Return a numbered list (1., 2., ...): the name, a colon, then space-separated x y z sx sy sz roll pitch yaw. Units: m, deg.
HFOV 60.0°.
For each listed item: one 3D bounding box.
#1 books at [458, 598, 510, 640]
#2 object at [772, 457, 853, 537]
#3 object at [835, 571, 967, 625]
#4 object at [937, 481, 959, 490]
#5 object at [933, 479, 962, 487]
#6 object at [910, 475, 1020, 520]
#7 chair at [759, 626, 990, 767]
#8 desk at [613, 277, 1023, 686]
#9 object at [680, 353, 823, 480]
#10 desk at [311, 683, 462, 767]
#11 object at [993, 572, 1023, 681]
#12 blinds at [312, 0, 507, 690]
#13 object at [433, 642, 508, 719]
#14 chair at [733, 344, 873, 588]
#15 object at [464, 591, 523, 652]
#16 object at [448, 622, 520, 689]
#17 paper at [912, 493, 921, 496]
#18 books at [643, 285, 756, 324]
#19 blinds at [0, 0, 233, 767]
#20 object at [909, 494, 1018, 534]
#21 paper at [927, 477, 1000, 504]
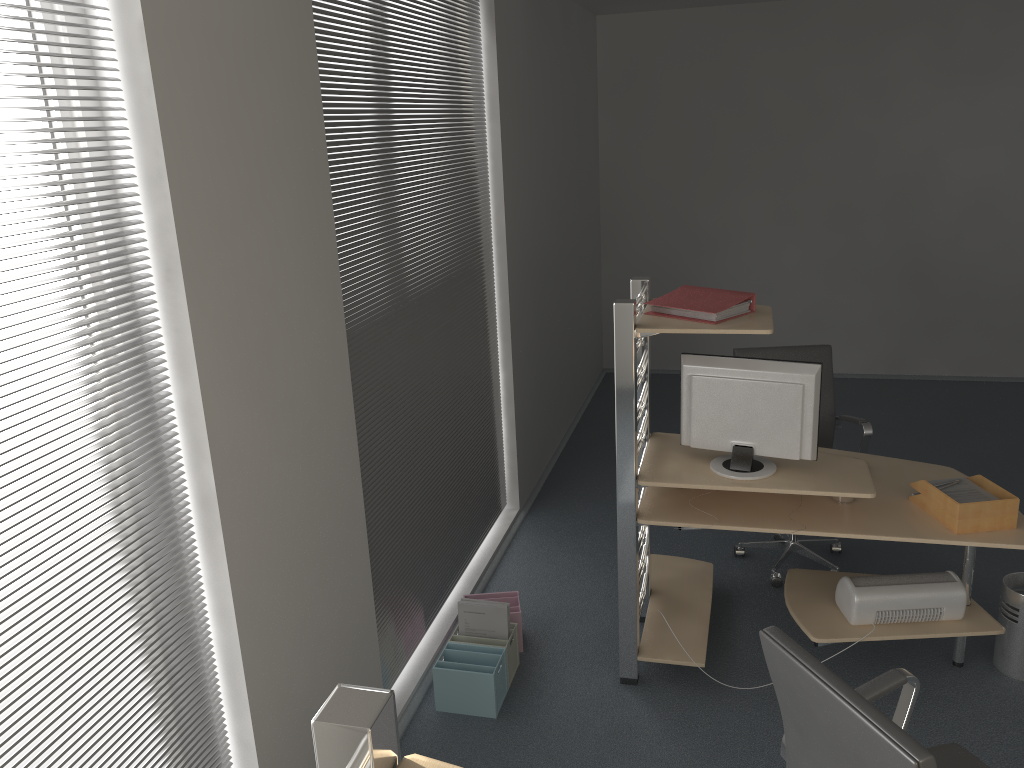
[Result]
1. books: -0.112 1.046 3.669 0.220 0.306 0.068 2 17 15
2. object: 1.150 0.438 3.538 0.478 0.082 0.814 4 18 22
3. object: 1.507 0.797 3.524 0.438 0.162 0.351 -3 16 0
4. object: 1.628 0.383 3.326 0.159 0.009 0.008 -12 19 -28
5. object: 1.642 0.375 3.351 0.159 0.009 0.008 -9 17 -20
6. object: 1.652 0.395 3.250 0.225 0.060 0.309 -4 16 -5
7. chair: 0.983 1.082 2.082 0.652 1.048 0.584 -8 17 -18
8. desk: 1.227 0.347 3.616 1.469 1.566 0.967 2 17 15
9. object: 0.862 0.118 3.330 0.516 0.418 0.245 9 20 36
10. desk: 0.524 1.145 1.032 1.469 1.566 0.967 2 17 15
11. object: 2.041 0.965 3.513 0.208 0.377 0.208 -13 19 -30
12. blinds: -0.352 -0.357 3.825 0.022 2.770 1.950 2 17 15
13. object: -0.159 1.171 3.504 0.245 0.202 0.185 2 17 15
14. chair: 1.385 0.398 4.333 0.584 1.048 0.652 -2 16 2
15. object: -0.082 1.053 3.890 0.245 0.202 0.185 -4 16 -2
16. object: -0.112 1.118 3.675 0.245 0.202 0.185 2 17 15
17. paper: 1.655 0.461 3.271 0.210 0.019 0.297 -4 16 -5
18. books: 0.702 -0.302 3.327 0.262 0.072 0.320 -17 22 -40
19. blinds: -1.055 0.442 1.234 0.037 2.749 1.950 2 17 15
20. object: 1.654 0.449 3.266 0.225 0.060 0.309 -4 16 -5
21. paper: 1.652 0.411 3.256 0.210 0.010 0.297 -4 16 -5
